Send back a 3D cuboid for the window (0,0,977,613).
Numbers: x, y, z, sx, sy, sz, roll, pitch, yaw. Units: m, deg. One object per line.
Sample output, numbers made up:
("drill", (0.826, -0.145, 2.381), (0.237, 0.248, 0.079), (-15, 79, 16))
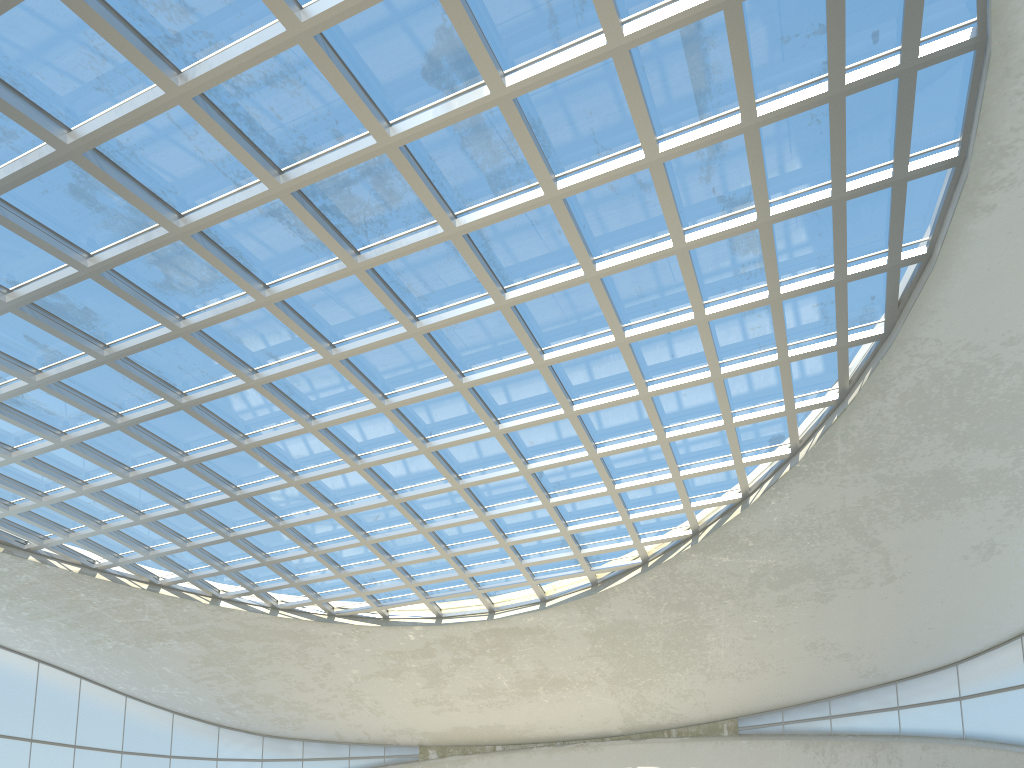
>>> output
("window", (-17.049, 2.402, 45.962), (79.213, 9.879, 88.646), (-13, -35, 19))
